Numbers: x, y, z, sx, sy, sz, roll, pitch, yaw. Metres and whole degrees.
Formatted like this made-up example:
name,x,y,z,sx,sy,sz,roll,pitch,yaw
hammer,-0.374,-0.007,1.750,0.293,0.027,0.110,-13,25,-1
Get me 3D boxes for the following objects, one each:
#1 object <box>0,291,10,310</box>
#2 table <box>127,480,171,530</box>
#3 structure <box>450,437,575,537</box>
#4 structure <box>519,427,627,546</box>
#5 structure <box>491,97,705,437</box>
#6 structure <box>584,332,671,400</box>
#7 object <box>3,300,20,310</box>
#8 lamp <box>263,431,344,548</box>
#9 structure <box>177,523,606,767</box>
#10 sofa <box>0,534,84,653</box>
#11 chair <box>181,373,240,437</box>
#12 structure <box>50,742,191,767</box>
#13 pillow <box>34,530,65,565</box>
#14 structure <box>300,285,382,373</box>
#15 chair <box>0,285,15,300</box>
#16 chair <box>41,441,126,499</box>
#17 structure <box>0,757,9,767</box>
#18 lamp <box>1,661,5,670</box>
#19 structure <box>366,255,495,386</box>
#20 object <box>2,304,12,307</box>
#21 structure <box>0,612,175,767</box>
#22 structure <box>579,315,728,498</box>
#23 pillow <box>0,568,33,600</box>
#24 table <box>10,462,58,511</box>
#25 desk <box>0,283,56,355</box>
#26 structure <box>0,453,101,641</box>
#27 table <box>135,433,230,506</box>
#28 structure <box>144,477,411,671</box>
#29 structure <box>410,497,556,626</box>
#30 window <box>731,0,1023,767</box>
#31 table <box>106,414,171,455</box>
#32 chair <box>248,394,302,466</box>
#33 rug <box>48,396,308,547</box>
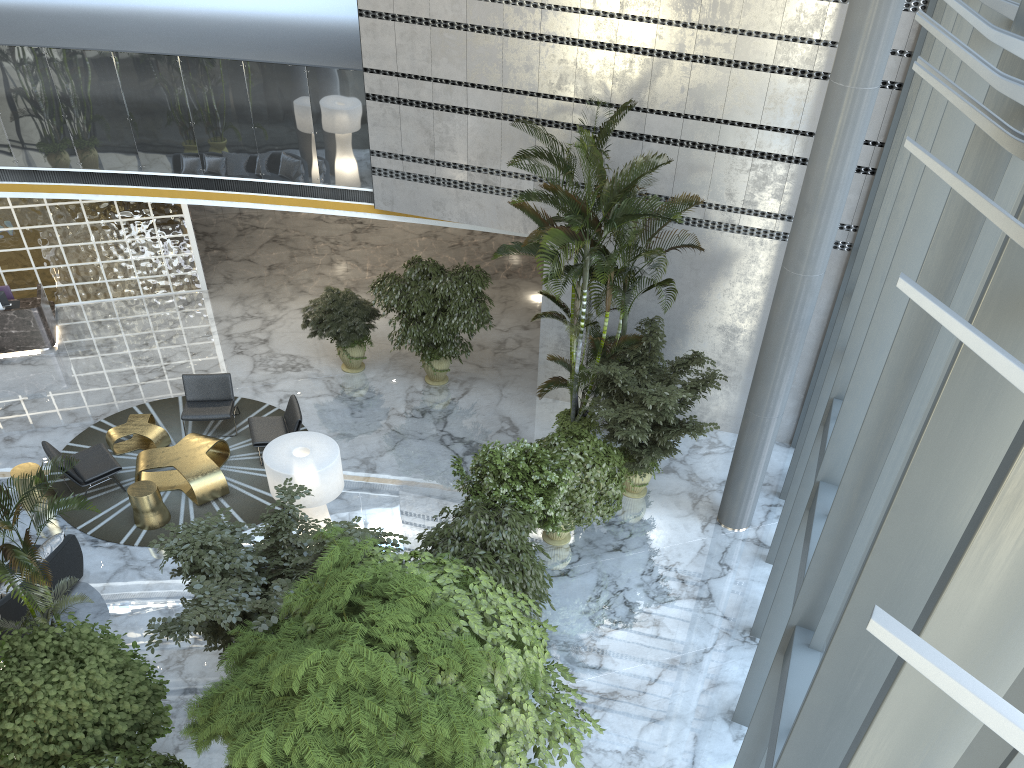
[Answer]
name,x,y,z,sx,sy,sz,roll,pitch,yaw
object,-7.955,-1.284,13.237,0.290,0.336,0.099,-10,40,-16
table,-4.648,1.535,10.934,0.441,0.569,0.384,4,39,2
structure,-0.050,1.481,10.210,1.267,2.246,1.179,31,47,31
structure,0.660,1.336,10.812,1.588,1.844,1.247,-7,40,-13
structure,0.927,-1.001,11.024,2.361,5.313,2.276,17,41,17
structure,1.668,0.039,12.676,1.109,1.767,1.239,-19,44,-25
object,-7.974,-1.187,13.389,0.509,0.006,0.361,-9,40,-18
lamp,-2.380,1.501,10.184,0.790,1.906,0.776,25,44,26
structure,-1.040,2.796,7.444,3.013,3.398,3.452,22,42,22
sofa,-6.201,2.329,9.569,1.976,0.817,1.688,10,38,7
chair,-4.380,0.316,12.382,0.726,0.769,0.629,-3,39,-8
structure,-3.389,3.751,7.203,1.588,1.844,1.247,-7,40,-13
pillow,-5.294,1.944,9.793,0.291,0.459,0.541,13,39,13
structure,-2.646,-0.870,13.542,1.112,1.520,1.099,21,42,21
chair,-8.065,-1.215,13.712,0.256,0.669,0.300,-12,41,-17
chair,-5.595,1.084,11.244,0.702,0.769,0.652,-24,46,-30
structure,-4.720,3.771,7.937,0.431,0.727,0.396,15,40,15
lamp,-5.322,2.631,8.373,0.834,1.906,0.733,-13,41,-18
structure,-1.178,-0.912,13.162,1.562,2.261,1.840,-29,48,-33
object,-7.989,-1.229,13.426,0.263,0.012,0.062,-9,40,-17
structure,-3.816,2.999,7.648,1.536,2.431,1.396,-18,43,-24
structure,1.753,0.493,11.386,1.860,2.624,1.616,3,39,0
pillow,-5.456,2.246,9.383,0.288,0.459,0.546,16,40,16
table,-6.191,1.321,11.069,0.437,0.569,0.388,10,39,8
desk,-9.084,-1.052,13.606,3.146,0.820,1.383,-9,40,-17
structure,-4.201,2.033,7.608,1.223,3.942,1.225,3,39,1
table,-4.334,1.157,11.548,1.305,0.462,1.081,-27,48,-34
structure,-2.241,2.244,8.615,2.334,2.670,1.936,4,38,1
structure,-0.405,2.189,9.315,1.938,2.168,1.483,-26,47,-32
window,-4.183,-2.586,7.417,17.650,11.585,12.448,22,42,21
table,-5.287,0.690,12.164,0.864,0.315,0.645,-2,38,-8
chair,-3.310,0.650,12.075,0.726,0.769,0.629,-9,40,-16
rug,-4.545,1.110,11.982,3.543,0.022,3.067,-6,39,-14
